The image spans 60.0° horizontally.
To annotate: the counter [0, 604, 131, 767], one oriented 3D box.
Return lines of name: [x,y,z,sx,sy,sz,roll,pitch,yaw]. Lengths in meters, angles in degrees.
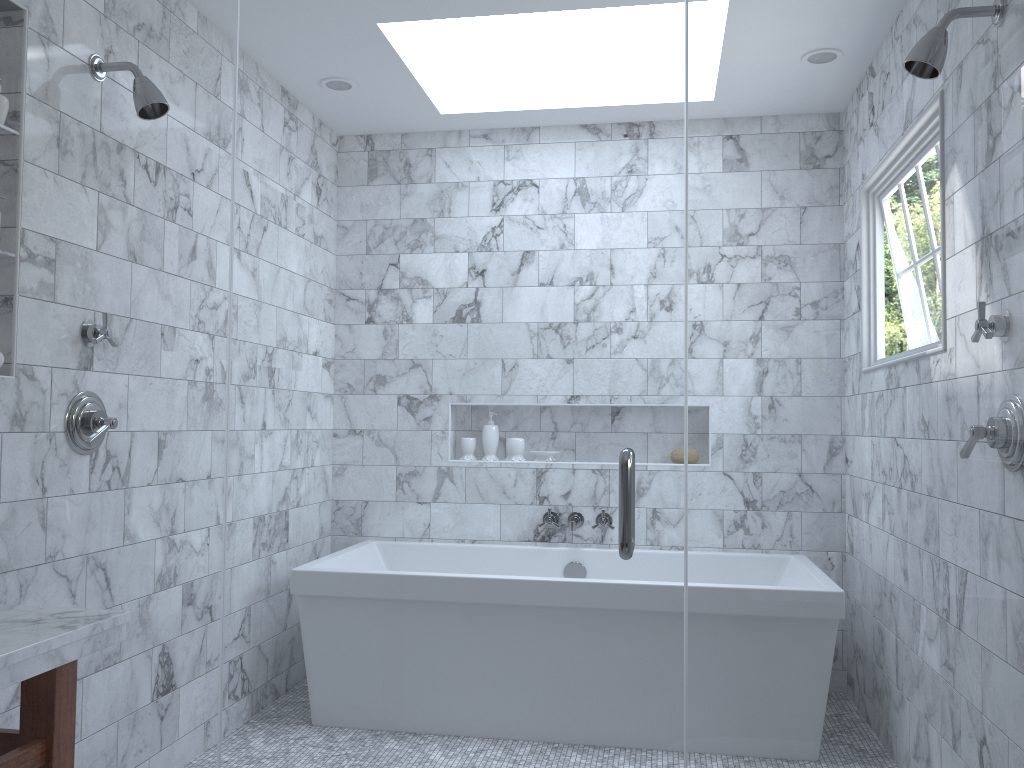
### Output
counter: [-1.116,0.734,0.755,0.638,0.983,1.657,0,-3,10]
